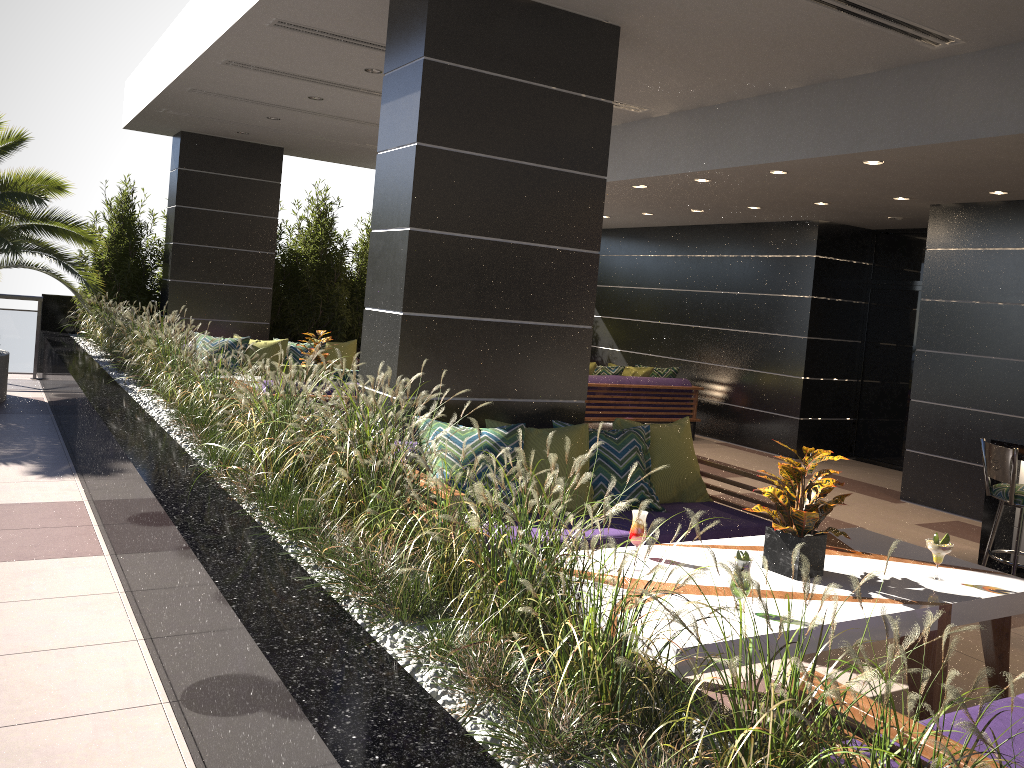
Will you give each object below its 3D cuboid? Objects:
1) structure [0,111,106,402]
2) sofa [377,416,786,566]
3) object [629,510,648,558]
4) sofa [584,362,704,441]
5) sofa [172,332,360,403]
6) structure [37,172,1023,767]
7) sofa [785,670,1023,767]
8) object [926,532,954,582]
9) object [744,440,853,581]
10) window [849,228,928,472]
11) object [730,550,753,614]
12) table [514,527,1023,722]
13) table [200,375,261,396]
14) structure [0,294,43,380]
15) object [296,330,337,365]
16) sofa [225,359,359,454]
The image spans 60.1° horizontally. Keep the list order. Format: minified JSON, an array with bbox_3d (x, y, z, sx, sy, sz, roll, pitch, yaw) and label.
[{"bbox_3d":[-6.203,-1.508,9.023,3.755,3.296,3.808,6,4,12],"label":"structure"},{"bbox_3d":[0.359,0.661,4.843,2.122,0.917,1.124,2,5,-31],"label":"sofa"},{"bbox_3d":[0.511,0.607,3.591,0.069,0.181,0.068,7,3,42],"label":"object"},{"bbox_3d":[1.170,0.159,10.931,2.122,0.917,1.124,2,5,-31],"label":"sofa"},{"bbox_3d":[-2.588,-0.070,9.823,2.122,0.917,1.124,2,5,-31],"label":"sofa"},{"bbox_3d":[3.326,-0.042,3.319,7.805,3.114,24.841,2,6,-31],"label":"structure"},{"bbox_3d":[1.857,1.033,2.313,2.122,0.917,1.124,2,5,-31],"label":"sofa"},{"bbox_3d":[1.750,0.705,3.632,0.105,0.197,0.106,5,3,-3],"label":"object"},{"bbox_3d":[1.151,0.496,3.537,0.429,0.525,0.427,4,3,-19],"label":"object"},{"bbox_3d":[4.634,-0.355,9.807,0.108,2.755,1.834,4,3,-31],"label":"window"},{"bbox_3d":[0.784,0.670,3.026,0.069,0.211,0.068,7,3,42],"label":"object"},{"bbox_3d":[1.098,1.031,3.562,2.034,0.552,0.946,2,5,-31],"label":"table"},{"bbox_3d":[-1.970,0.270,8.745,2.034,0.552,0.946,2,5,-31],"label":"table"},{"bbox_3d":[-6.914,0.336,0.688,12.897,1.056,17.583,2,6,-31],"label":"structure"},{"bbox_3d":[-1.925,-0.266,8.728,0.429,0.525,0.426,4,3,-14],"label":"object"},{"bbox_3d":[-1.284,0.254,7.619,2.122,0.917,1.124,2,5,-31],"label":"sofa"}]
